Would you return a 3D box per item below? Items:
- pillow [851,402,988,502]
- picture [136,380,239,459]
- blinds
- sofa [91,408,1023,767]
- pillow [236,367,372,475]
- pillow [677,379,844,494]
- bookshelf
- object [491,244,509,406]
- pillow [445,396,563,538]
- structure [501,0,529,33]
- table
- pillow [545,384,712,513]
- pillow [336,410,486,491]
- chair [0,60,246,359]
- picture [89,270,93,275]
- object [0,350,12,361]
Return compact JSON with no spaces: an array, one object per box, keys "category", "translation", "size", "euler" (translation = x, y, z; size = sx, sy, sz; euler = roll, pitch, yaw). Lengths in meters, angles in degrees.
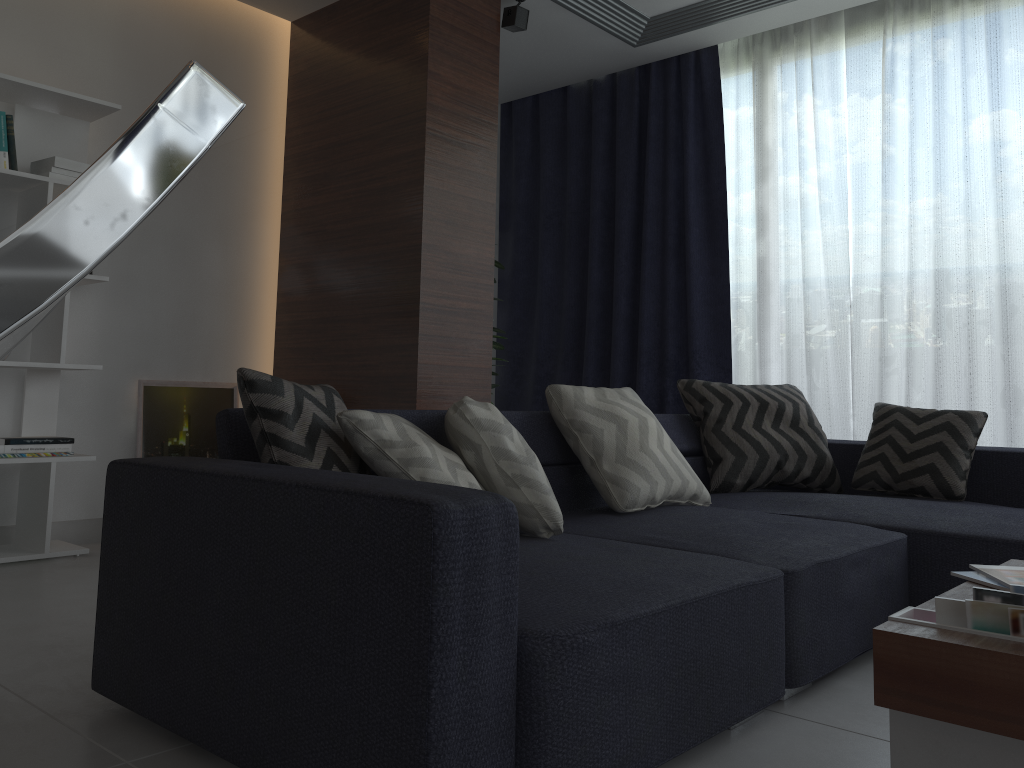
[{"category":"pillow","translation":[1.498,0.242,3.269],"size":[0.285,0.347,0.414],"euler":[5,-5,-44]},{"category":"picture","translation":[-1.487,0.338,4.080],"size":[0.083,0.705,0.497],"euler":[-4,-7,41]},{"category":"blinds","translation":[0.730,-0.708,1.458],"size":[7.120,2.794,5.774],"euler":[-1,-3,45]},{"category":"sofa","translation":[0.796,0.398,2.290],"size":[1.896,0.613,2.860],"euler":[0,-2,41]},{"category":"pillow","translation":[-0.421,0.166,1.937],"size":[0.221,0.389,0.412],"euler":[0,-4,12]},{"category":"pillow","translation":[0.982,0.246,3.511],"size":[0.597,0.523,0.353],"euler":[2,-5,-18]},{"category":"bookshelf","translation":[-2.125,-0.257,3.221],"size":[0.299,1.835,1.144],"euler":[-4,-7,41]},{"category":"object","translation":[-0.230,-0.198,4.684],"size":[0.503,1.861,0.479],"euler":[0,-6,10]},{"category":"pillow","translation":[-0.033,0.210,2.266],"size":[0.280,0.354,0.415],"euler":[2,-3,-6]},{"category":"structure","translation":[0.017,-1.768,4.243],"size":[0.084,0.143,0.114],"euler":[6,-6,-44]},{"category":"table","translation":[1.048,0.509,1.219],"size":[0.804,0.355,0.797],"euler":[0,-3,41]},{"category":"pillow","translation":[0.370,0.199,2.819],"size":[0.342,0.391,0.492],"euler":[-2,-5,41]},{"category":"pillow","translation":[-0.200,0.209,2.035],"size":[0.330,0.297,0.413],"euler":[1,-3,3]},{"category":"chair","translation":[-0.355,0.278,0.189],"size":[0.462,0.715,0.394],"euler":[4,-6,-31]},{"category":"picture","translation":[-1.868,-0.565,3.733],"size":[0.058,0.258,0.181],"euler":[-4,-7,41]},{"category":"object","translation":[-1.962,-0.195,3.343],"size":[0.131,0.221,0.132],"euler":[6,-7,-43]}]
